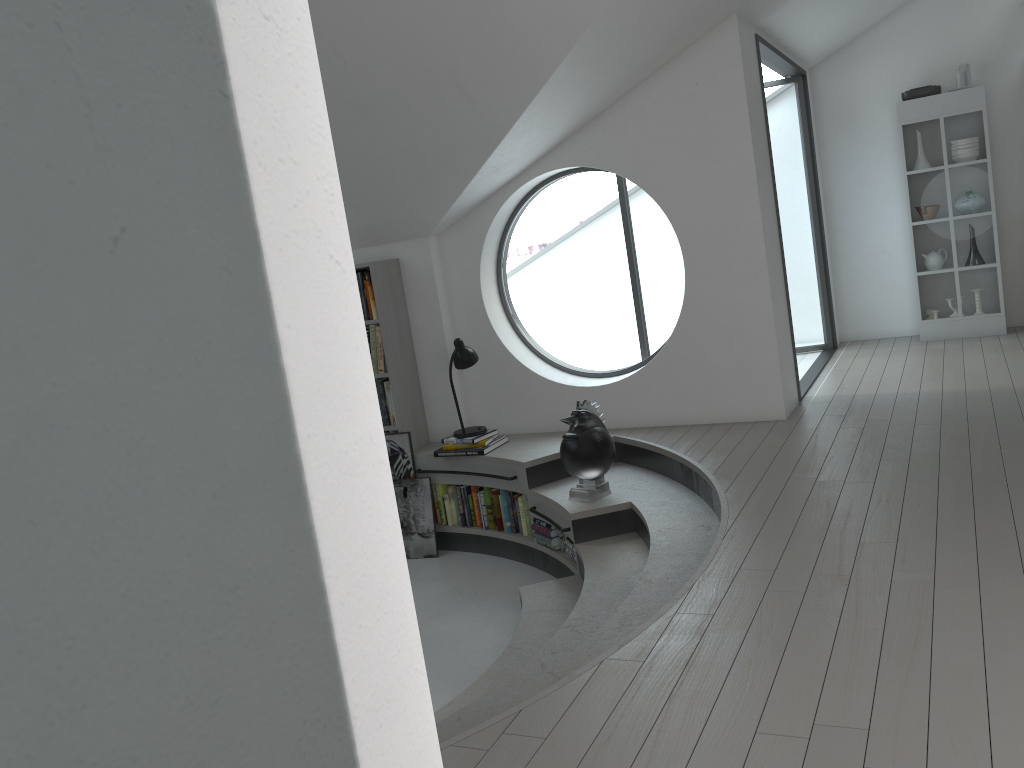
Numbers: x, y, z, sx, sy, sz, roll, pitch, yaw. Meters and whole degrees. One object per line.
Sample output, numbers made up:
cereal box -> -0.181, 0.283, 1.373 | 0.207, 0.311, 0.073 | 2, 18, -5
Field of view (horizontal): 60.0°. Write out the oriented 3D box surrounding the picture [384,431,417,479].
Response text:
picture -> -0.926, 0.785, 6.251 | 0.578, 0.860, 0.091 | -7, 7, 17

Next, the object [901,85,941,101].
object -> 3.384, -2.364, 7.321 | 0.298, 0.119, 0.300 | -5, 9, 27

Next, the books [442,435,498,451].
books -> -0.282, 0.390, 6.036 | 0.304, 0.034, 0.287 | -6, 9, 17

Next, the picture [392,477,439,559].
picture -> -0.762, 0.938, 6.150 | 0.489, 0.553, 0.107 | -7, 7, 18

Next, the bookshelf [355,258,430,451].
bookshelf -> -2.536, 0.527, 5.021 | 2.106, 1.874, 4.354 | -5, 9, 27

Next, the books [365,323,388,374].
books -> -1.304, -0.215, 6.367 | 1.051, 0.357, 0.280 | -7, 8, 13

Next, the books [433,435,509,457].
books -> -0.276, 0.426, 6.040 | 0.387, 0.042, 0.367 | -5, 9, 27

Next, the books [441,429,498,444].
books -> -0.287, 0.358, 6.032 | 0.285, 0.031, 0.270 | -3, 10, 37

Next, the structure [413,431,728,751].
structure -> -1.196, 1.178, 4.483 | 4.717, 0.691, 4.719 | -12, 9, -17

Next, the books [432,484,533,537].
books -> -0.182, 0.814, 6.009 | 1.146, 0.297, 0.273 | -2, 10, 41

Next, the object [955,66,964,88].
object -> 3.606, -2.460, 7.139 | 0.054, 0.195, 0.054 | -14, 9, -37

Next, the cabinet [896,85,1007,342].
cabinet -> 3.657, -1.388, 7.380 | 0.641, 1.983, 0.362 | -5, 8, 27

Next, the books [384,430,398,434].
books -> -1.248, 0.543, 6.460 | 1.183, 0.357, 0.305 | -8, 8, 8

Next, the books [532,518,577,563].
books -> 0.356, 0.914, 5.228 | 0.240, 0.167, 0.666 | -12, 9, -22

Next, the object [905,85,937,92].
object -> 3.383, -2.373, 7.320 | 0.238, 0.119, 0.239 | -5, 9, 27

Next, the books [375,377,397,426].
books -> -1.237, 0.159, 6.417 | 1.020, 0.346, 0.277 | -7, 8, 12

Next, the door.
door -> 2.120, -1.397, 7.751 | 1.050, 2.339, 0.080 | -7, 7, 12

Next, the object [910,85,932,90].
object -> 3.382, -2.382, 7.318 | 0.170, 0.119, 0.171 | -5, 9, 27

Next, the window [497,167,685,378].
window -> 0.569, -0.772, 6.190 | 1.469, 1.465, 0.104 | -5, 8, 27

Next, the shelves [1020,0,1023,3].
shelves -> 6.671, -2.707, 6.077 | 5.543, 1.357, 0.482 | -6, 8, 22

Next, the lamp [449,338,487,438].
lamp -> -0.319, 0.014, 6.021 | 0.233, 0.658, 0.324 | -3, 10, 42

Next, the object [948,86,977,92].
object -> 3.661, -2.383, 7.183 | 0.296, 0.024, 0.150 | -16, 11, -38

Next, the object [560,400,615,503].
object -> 0.431, 0.368, 5.093 | 0.320, 0.560, 0.321 | -9, 7, 0

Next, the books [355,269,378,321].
books -> -1.375, -0.590, 6.325 | 1.013, 0.361, 0.294 | -8, 8, 10

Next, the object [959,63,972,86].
object -> 3.687, -2.489, 7.203 | 0.073, 0.210, 0.071 | -15, 9, -39
